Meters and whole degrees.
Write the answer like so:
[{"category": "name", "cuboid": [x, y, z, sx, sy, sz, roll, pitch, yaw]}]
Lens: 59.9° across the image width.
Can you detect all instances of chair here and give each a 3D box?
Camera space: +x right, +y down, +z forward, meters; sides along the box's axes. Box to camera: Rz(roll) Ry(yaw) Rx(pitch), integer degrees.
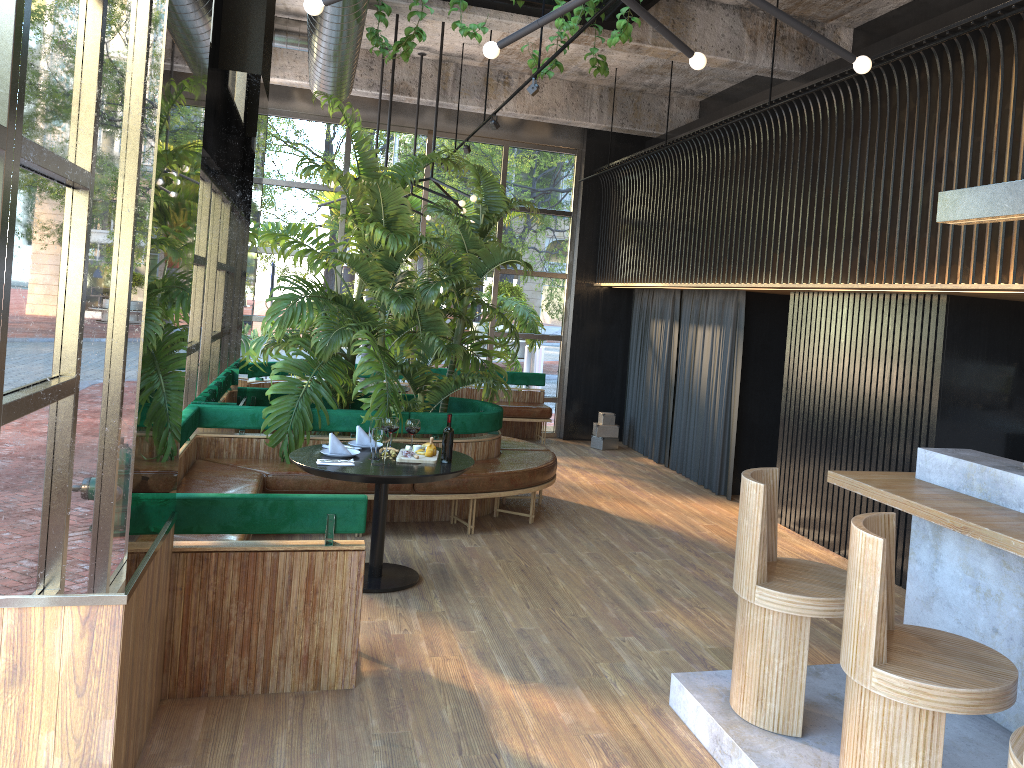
[{"category": "chair", "cuboid": [1.541, 1.053, 2.225, 0.541, 0.967, 0.555, 5, 2, 9]}, {"category": "chair", "cuboid": [1.366, 0.971, 2.935, 0.572, 0.967, 0.524, 3, 2, -40]}, {"category": "chair", "cuboid": [1.197, 0.884, 3.708, 0.552, 0.967, 0.543, 4, 2, -5]}]

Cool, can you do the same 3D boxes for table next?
[{"category": "table", "cuboid": [-1.642, 0.394, 9.194, 1.148, 0.748, 1.056, 2, 5, -35]}, {"category": "table", "cuboid": [-0.810, 0.821, 5.431, 1.053, 0.748, 1.151, 8, 5, 44]}]

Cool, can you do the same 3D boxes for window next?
[{"category": "window", "cuboid": [0.914, -1.537, 1.404, 4.244, 6.468, 19.956, 4, 5, -13]}]

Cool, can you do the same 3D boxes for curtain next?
[{"category": "curtain", "cuboid": [1.844, -0.082, 10.065, 0.124, 2.051, 3.209, 4, 4, -13]}]

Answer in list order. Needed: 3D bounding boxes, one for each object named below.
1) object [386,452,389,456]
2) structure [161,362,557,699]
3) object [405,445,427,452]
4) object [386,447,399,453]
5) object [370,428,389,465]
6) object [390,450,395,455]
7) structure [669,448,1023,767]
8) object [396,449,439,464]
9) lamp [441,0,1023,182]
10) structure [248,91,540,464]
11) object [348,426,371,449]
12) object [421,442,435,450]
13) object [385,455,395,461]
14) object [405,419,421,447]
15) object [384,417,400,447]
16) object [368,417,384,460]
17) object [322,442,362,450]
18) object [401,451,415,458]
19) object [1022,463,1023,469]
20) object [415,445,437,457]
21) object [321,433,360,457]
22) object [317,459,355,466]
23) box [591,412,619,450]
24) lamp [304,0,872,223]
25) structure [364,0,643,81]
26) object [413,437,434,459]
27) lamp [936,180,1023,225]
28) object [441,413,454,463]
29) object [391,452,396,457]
[{"category": "object", "cuboid": [-0.776, 0.432, 5.487, 0.033, 0.019, 0.037, 4, 4, -2]}, {"category": "structure", "cuboid": [1.814, 0.978, 1.770, 6.181, 1.542, 19.714, 3, 6, -13]}, {"category": "object", "cuboid": [-0.581, 0.408, 5.596, 0.197, 0.038, 0.063, 6, 4, 18]}, {"category": "object", "cuboid": [-0.760, 0.419, 5.585, 0.099, 0.028, 0.127, 4, 5, 0]}, {"category": "object", "cuboid": [-0.777, 0.365, 5.191, 0.103, 0.209, 0.108, 5, 2, 20]}, {"category": "object", "cuboid": [-0.742, 0.424, 5.526, 0.033, 0.032, 0.036, 3, 3, -17]}, {"category": "structure", "cuboid": [4.355, 1.093, 1.643, 5.990, 1.723, 6.984, 3, 5, -15]}, {"category": "object", "cuboid": [-0.581, 0.446, 5.498, 0.241, 0.019, 0.351, 4, 5, -4]}, {"category": "lamp", "cuboid": [0.298, -2.449, 5.822, 3.888, 1.525, 9.820, 3, 6, -16]}, {"category": "structure", "cuboid": [-1.047, -0.703, 7.700, 2.526, 3.426, 2.575, 3, 3, -30]}, {"category": "object", "cuboid": [-0.936, 0.340, 5.747, 0.242, 0.138, 0.224, 2, 5, -31]}, {"category": "object", "cuboid": [-0.545, 0.402, 5.706, 0.060, 0.071, 0.205, 3, 5, -23]}, {"category": "object", "cuboid": [-0.751, 0.446, 5.390, 0.063, 0.013, 0.145, 3, 6, -19]}, {"category": "object", "cuboid": [-0.641, 0.330, 5.710, 0.106, 0.200, 0.099, 4, 2, -26]}, {"category": "object", "cuboid": [-0.778, 0.319, 5.711, 0.106, 0.200, 0.099, 4, 2, -26]}, {"category": "object", "cuboid": [-0.819, 0.329, 5.349, 0.096, 0.244, 0.089, 4, 1, -32]}, {"category": "object", "cuboid": [-1.093, 0.394, 5.625, 0.245, 0.019, 0.164, 8, 7, 35]}, {"category": "object", "cuboid": [-0.634, 0.428, 5.477, 0.104, 0.013, 0.218, 4, 6, -9]}, {"category": "object", "cuboid": [2.333, 0.204, 3.713, 0.307, 0.396, 0.330, 6, 3, 34]}, {"category": "object", "cuboid": [-0.530, 0.407, 5.507, 0.099, 0.064, 0.162, 0, 6, -44]}, {"category": "object", "cuboid": [-1.037, 0.367, 5.386, 0.242, 0.138, 0.224, 2, 5, -31]}, {"category": "object", "cuboid": [-0.998, 0.449, 5.138, 0.261, 0.019, 0.154, 3, 6, -16]}, {"category": "box", "cuboid": [1.170, 0.581, 11.081, 0.343, 0.441, 0.271, 3, 2, -26]}, {"category": "lamp", "cuboid": [2.174, -1.779, 2.030, 5.213, 1.815, 18.527, 3, 6, -13]}, {"category": "structure", "cuboid": [0.074, -2.930, 6.482, 2.132, 1.512, 1.444, 5, 3, 14]}, {"category": "object", "cuboid": [-0.536, 0.386, 5.412, 0.145, 0.123, 0.096, 2, 3, -34]}, {"category": "lamp", "cuboid": [4.140, -1.443, 1.647, 5.126, 2.124, 6.573, 3, 5, -20]}, {"category": "object", "cuboid": [-0.390, 0.329, 5.411, 0.068, 0.298, 0.068, 4, 1, 1]}, {"category": "object", "cuboid": [-0.724, 0.435, 5.439, 0.033, 0.031, 0.039, 5, 4, 10]}]
